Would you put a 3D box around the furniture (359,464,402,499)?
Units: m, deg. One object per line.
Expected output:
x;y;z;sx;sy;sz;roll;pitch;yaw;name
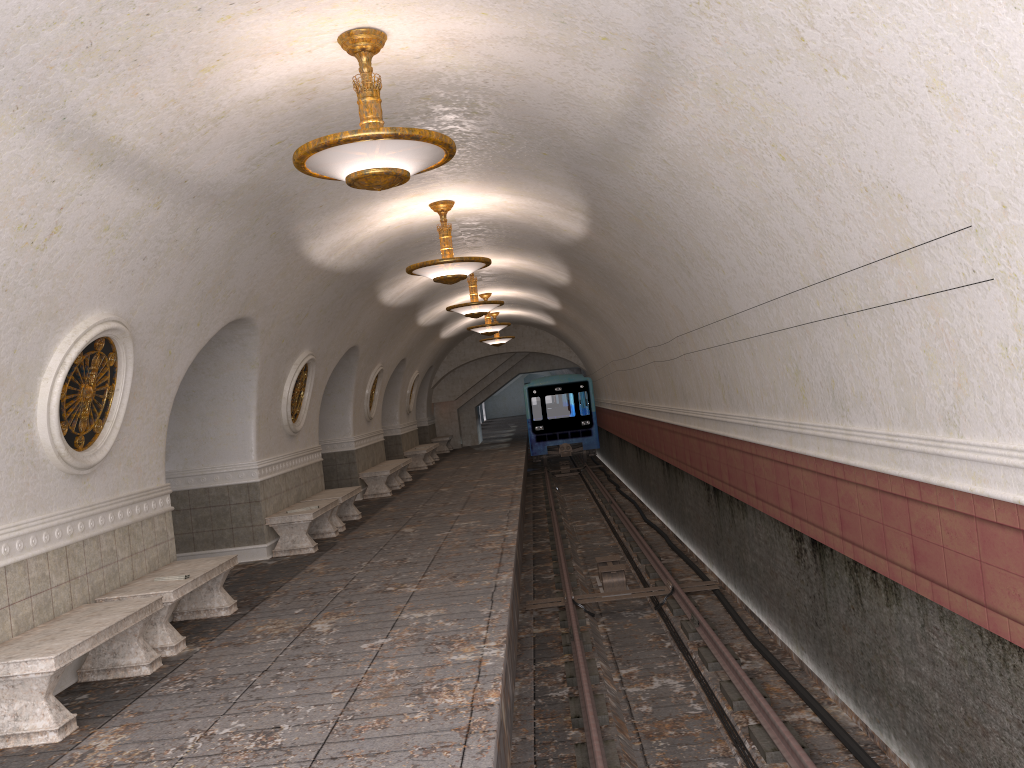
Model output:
-2.619;1.955;17.876;0.613;0.508;1.509;-7;-1;1;furniture

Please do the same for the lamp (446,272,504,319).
-0.660;-1.594;15.203;1.008;0.955;1.008;-7;-1;17;lamp

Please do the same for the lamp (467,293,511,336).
-0.552;-1.554;20.029;1.008;0.955;1.008;-7;-1;17;lamp

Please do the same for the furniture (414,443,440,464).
-2.448;2.018;25.518;0.613;0.508;1.509;-7;-1;1;furniture

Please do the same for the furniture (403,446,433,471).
-2.485;2.004;23.837;0.613;0.508;1.509;-7;-1;1;furniture

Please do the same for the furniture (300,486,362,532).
-2.716;1.919;13.538;0.613;0.508;1.509;-7;-1;1;furniture

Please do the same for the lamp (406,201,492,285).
-0.769;-1.634;10.374;1.008;0.955;1.008;-6;-1;-15;lamp

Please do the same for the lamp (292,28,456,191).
-0.877;-1.674;5.513;1.008;0.955;1.008;-6;-1;-15;lamp

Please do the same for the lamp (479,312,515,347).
-0.444;-1.514;24.858;1.008;0.955;1.008;-6;-1;-43;lamp

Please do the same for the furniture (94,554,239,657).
-2.850;1.869;7.530;0.613;0.508;1.509;-7;-1;1;furniture

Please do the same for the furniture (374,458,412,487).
-2.581;1.969;19.557;0.613;0.508;1.509;-7;-1;1;furniture

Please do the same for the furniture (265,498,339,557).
-2.754;1.905;11.857;0.613;0.508;1.509;-7;-1;1;furniture

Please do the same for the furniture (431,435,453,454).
-2.344;2.056;30.137;0.613;0.508;1.509;-7;-1;1;furniture

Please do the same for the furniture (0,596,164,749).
-2.888;1.855;5.849;0.613;0.508;1.509;-7;-1;1;furniture
